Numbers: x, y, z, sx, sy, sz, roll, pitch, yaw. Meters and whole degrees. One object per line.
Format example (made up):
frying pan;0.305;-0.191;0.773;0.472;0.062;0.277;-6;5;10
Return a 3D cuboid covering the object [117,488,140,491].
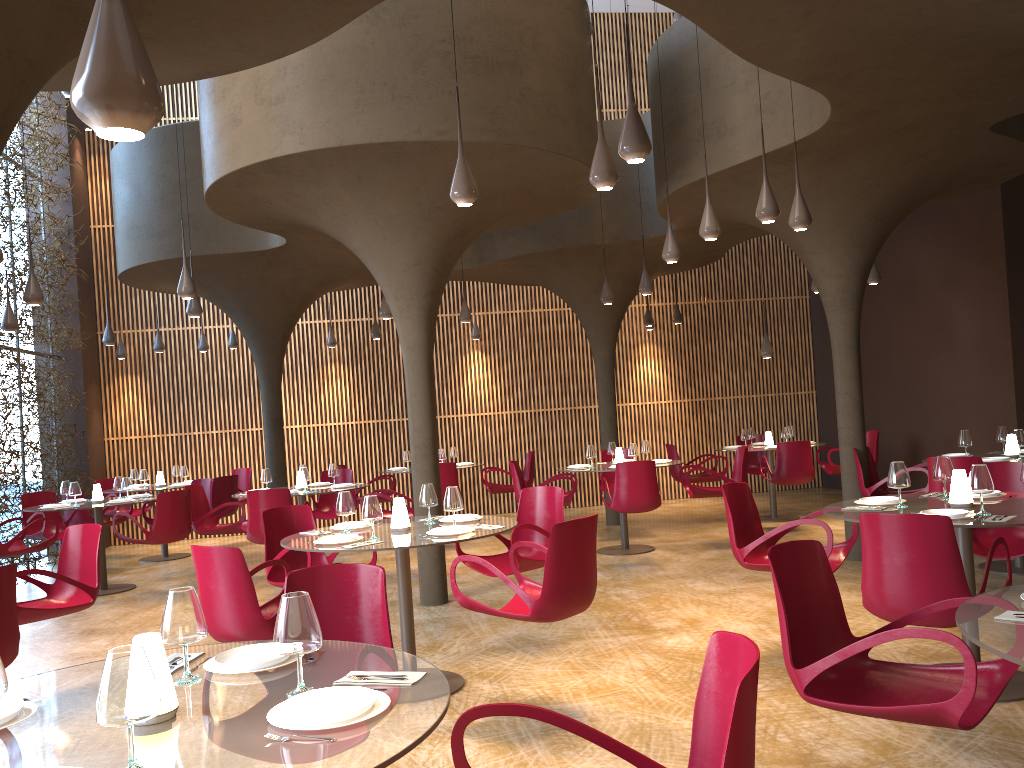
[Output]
object;-5.818;1.600;13.451;0.331;0.014;0.332;-3;-2;-27

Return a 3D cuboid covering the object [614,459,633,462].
object;1.540;1.059;12.211;0.263;0.029;0.263;-4;-2;-7

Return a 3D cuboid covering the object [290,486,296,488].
object;-2.816;1.349;11.645;0.126;0.017;0.262;-4;-2;3

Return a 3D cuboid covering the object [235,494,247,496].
object;-3.227;1.350;10.812;0.262;0.017;0.126;-4;-2;9

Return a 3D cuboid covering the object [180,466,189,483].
object;-5.115;1.429;13.845;0.142;0.295;0.142;-4;-1;41

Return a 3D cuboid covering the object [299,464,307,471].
object;-2.691;1.190;11.448;0.142;0.295;0.142;-4;-1;-21

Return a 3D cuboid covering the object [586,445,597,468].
object;1.030;0.944;11.527;0.142;0.295;0.142;-4;-1;30

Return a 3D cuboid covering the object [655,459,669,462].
object;1.936;1.015;11.655;0.263;0.029;0.263;-4;-2;0

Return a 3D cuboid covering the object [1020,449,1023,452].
object;5.434;0.707;9.357;0.263;0.029;0.263;-5;-2;41

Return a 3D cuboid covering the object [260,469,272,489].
object;-3.027;1.196;10.927;0.142;0.295;0.142;-4;-1;30

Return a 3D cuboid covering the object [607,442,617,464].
object;1.366;0.938;12.048;0.142;0.295;0.142;-4;-1;24

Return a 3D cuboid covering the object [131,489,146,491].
object;-5.589;1.586;13.254;0.126;0.017;0.262;-5;-2;37

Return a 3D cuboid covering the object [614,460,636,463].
object;1.541;1.069;12.211;0.331;0.014;0.332;-3;-2;-26

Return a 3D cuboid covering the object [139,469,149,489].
object;-5.599;1.450;13.494;0.142;0.295;0.142;-4;-1;-9

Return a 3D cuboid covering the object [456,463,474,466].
object;-0.769;1.286;14.159;0.332;0.014;0.332;-4;-2;15

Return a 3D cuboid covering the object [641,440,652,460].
object;1.794;0.903;11.846;0.142;0.295;0.142;-3;-1;-34

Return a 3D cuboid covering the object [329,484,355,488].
object;-2.120;1.276;11.055;0.332;0.014;0.332;-5;-2;22

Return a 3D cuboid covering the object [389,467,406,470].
object;-1.806;1.341;14.030;0.263;0.029;0.263;-5;-2;28

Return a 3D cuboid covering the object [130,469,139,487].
object;-5.936;1.487;13.951;0.142;0.295;0.142;-4;-1;-7

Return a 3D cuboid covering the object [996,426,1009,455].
object;5.193;0.596;9.372;0.142;0.295;0.142;-4;-1;5

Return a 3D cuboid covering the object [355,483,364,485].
object;-2.037;1.287;11.346;0.262;0.017;0.126;-4;-2;12

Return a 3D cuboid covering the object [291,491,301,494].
object;-2.675;1.297;10.548;0.331;0.014;0.332;-3;-2;-15

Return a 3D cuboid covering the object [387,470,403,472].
object;-1.816;1.349;13.727;0.262;0.017;0.126;-4;-2;-1

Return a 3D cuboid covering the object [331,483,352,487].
object;-2.121;1.267;11.055;0.263;0.029;0.263;-4;-2;16

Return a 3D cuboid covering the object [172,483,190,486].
object;-5.086;1.547;13.613;0.263;0.029;0.263;-3;-2;-15

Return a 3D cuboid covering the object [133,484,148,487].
object;-5.963;1.624;14.181;0.263;0.029;0.263;-5;-2;36

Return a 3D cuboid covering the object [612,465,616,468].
object;1.382;1.036;11.148;0.263;0.029;0.263;-4;-2;10

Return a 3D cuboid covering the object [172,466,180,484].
object;-5.385;1.459;14.235;0.142;0.295;0.142;-4;-1;9

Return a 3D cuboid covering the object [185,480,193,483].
object;-5.151;1.573;14.293;0.263;0.029;0.263;-4;-2;-5

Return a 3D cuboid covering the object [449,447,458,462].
object;-0.942;1.165;14.325;0.142;0.295;0.142;-4;-1;35

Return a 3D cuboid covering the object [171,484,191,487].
object;-5.085;1.557;13.613;0.332;0.014;0.332;-4;-2;10

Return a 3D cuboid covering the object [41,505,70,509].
object;-5.567;1.499;10.806;0.331;0.014;0.332;-3;-2;-27

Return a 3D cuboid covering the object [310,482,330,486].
object;-2.517;1.311;11.611;0.263;0.029;0.263;-4;-2;-7

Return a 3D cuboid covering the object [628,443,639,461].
object;1.550;0.902;11.300;0.142;0.295;0.142;-4;-1;-16

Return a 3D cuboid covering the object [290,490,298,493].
object;-2.675;1.288;10.548;0.263;0.029;0.263;-4;-2;1

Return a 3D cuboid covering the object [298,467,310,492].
object;-2.507;1.154;10.700;0.142;0.295;0.142;-4;-1;-16

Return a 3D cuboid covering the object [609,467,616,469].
object;1.382;1.045;11.148;0.331;0.014;0.332;-3;-2;-18

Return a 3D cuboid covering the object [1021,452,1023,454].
object;5.435;0.717;9.357;0.332;0.014;0.332;-4;-2;9

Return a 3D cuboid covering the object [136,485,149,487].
object;-5.962;1.633;14.181;0.331;0.014;0.332;-3;-2;-16

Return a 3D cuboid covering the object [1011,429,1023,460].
object;4.916;0.590;8.590;0.142;0.295;0.142;-4;-1;-3

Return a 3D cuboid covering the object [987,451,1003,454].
object;5.260;0.744;9.603;0.261;0.017;0.126;-2;-2;-39

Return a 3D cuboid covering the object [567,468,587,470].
object;0.830;1.098;11.412;0.262;0.017;0.126;-4;-2;9

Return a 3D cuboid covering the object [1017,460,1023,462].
object;4.853;0.731;8.361;0.261;0.017;0.126;-3;-2;-35

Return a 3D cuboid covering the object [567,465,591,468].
object;0.893;1.096;11.707;0.332;0.014;0.332;-4;-2;18

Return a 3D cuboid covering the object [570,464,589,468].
object;0.893;1.086;11.708;0.263;0.029;0.263;-4;-2;-1

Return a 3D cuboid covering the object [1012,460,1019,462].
object;4.691;0.744;8.622;0.204;0.012;0.411;-2;-2;-39

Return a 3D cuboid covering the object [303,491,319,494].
object;-2.378;1.283;10.492;0.126;0.017;0.262;-4;-2;7

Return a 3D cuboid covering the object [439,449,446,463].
object;-1.088;1.156;13.744;0.142;0.295;0.142;-4;-1;-15

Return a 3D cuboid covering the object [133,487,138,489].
object;-5.819;1.591;13.451;0.263;0.029;0.263;-3;-2;-21

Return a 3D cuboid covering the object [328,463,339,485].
object;-2.263;1.155;11.246;0.142;0.295;0.142;-3;-1;-34

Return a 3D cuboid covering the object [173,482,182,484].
object;-5.393;1.612;14.472;0.126;0.017;0.262;-5;-2;33

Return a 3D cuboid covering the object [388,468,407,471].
object;-1.805;1.351;14.030;0.332;0.014;0.332;-4;-2;5

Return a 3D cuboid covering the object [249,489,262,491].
object;-3.164;1.338;11.108;0.263;0.029;0.263;-4;-2;-7

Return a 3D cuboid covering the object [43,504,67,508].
object;-5.567;1.489;10.807;0.263;0.029;0.263;-2;-2;-37

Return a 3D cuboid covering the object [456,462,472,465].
object;-0.769;1.276;14.159;0.263;0.029;0.263;-3;-2;-29

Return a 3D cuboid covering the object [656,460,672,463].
object;1.937;1.024;11.655;0.332;0.014;0.331;-5;-2;25

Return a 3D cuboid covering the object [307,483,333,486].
object;-2.516;1.321;11.611;0.331;0.014;0.332;-3;-2;-26

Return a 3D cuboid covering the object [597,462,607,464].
object;1.241;1.097;12.245;0.126;0.017;0.262;-4;-2;3

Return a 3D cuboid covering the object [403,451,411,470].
object;-1.639;1.197;13.877;0.142;0.295;0.142;-3;-1;-36
